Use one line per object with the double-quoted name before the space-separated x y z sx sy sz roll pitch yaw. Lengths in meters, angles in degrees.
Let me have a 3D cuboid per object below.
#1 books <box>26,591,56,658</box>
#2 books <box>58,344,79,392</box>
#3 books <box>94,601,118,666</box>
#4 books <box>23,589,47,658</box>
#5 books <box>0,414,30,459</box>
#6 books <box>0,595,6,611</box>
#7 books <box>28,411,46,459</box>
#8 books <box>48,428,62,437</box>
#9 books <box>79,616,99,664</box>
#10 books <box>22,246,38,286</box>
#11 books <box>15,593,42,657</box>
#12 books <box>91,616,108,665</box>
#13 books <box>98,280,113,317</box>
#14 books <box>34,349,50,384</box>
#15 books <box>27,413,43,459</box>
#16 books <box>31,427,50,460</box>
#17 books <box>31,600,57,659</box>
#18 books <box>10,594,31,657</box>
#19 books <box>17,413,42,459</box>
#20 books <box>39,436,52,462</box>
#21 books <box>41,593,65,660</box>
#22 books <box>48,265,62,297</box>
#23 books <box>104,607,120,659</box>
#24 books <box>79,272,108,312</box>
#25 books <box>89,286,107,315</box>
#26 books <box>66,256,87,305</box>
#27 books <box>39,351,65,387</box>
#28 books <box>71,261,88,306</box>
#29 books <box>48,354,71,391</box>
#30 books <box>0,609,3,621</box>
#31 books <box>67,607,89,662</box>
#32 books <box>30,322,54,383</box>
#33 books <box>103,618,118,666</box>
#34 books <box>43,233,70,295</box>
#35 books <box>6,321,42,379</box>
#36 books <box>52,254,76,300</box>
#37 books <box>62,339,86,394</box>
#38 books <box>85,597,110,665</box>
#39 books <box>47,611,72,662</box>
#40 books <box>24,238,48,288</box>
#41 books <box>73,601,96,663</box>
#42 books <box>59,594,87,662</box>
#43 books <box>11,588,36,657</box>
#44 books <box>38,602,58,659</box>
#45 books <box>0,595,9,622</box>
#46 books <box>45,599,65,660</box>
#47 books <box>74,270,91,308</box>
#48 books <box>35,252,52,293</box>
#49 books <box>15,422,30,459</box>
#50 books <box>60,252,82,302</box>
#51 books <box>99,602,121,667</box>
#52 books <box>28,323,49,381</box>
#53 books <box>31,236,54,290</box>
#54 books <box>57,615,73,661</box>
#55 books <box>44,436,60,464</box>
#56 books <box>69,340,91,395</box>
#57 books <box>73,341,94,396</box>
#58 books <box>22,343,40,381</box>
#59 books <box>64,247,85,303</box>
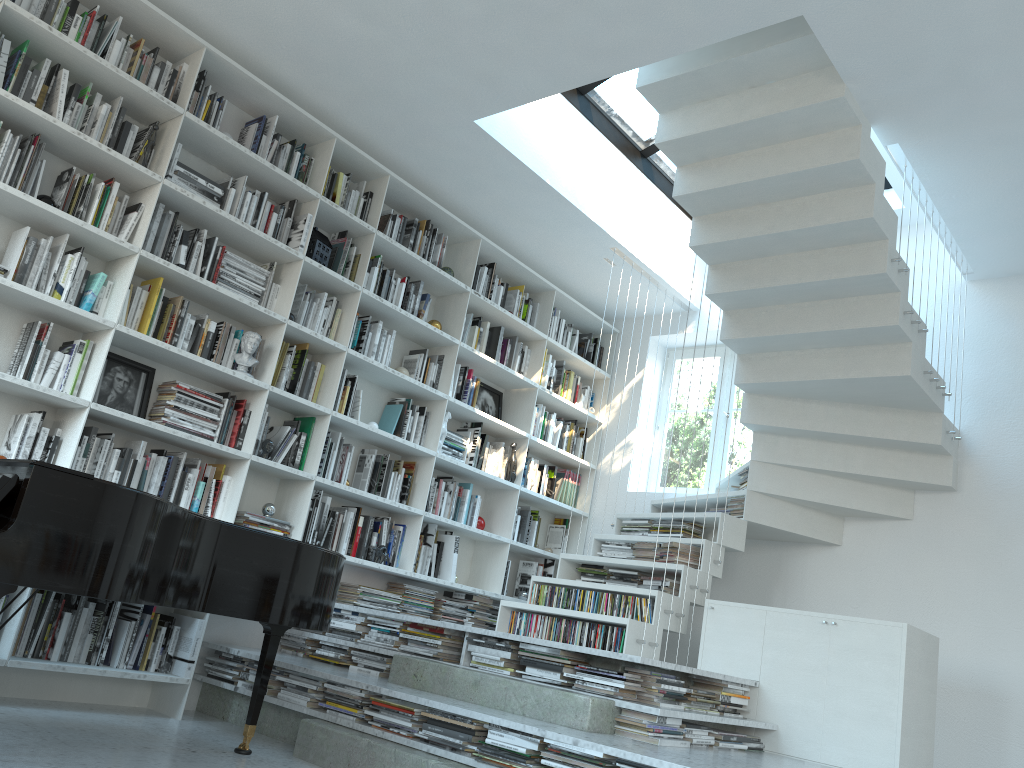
"books" -2.061 1.014 3.832 0.170 0.310 0.034 -3 -21 40
"books" -2.008 -0.058 3.945 0.171 0.244 0.012 -3 -21 40
"books" -1.875 1.096 4.031 0.183 0.334 0.014 -3 -21 40
"books" -2.072 0.995 3.819 0.144 0.336 0.012 -3 -21 40
"books" -2.142 0.254 3.792 0.161 0.253 0.012 -3 -21 40
"books" -2.179 0.970 3.667 0.189 0.259 0.024 -3 -21 40
"books" -2.098 0.258 3.843 0.132 0.290 0.014 -3 -21 40
"books" -2.059 0.315 3.924 0.107 0.241 0.019 -3 -21 40
"books" -1.934 1.141 3.986 0.144 0.203 0.024 -3 -21 40
"books" -2.139 -0.488 3.856 0.137 0.226 0.024 -3 -21 40
"books" -2.098 1.024 3.802 0.145 0.263 0.025 -3 -21 40
"books" -1.904 1.148 4.008 0.167 0.212 0.022 -3 -21 40
"books" -1.917 -0.367 4.103 0.126 0.216 0.026 -3 -21 40
"books" -2.093 -0.061 3.878 0.154 0.182 0.030 -3 -21 40
"books" -2.109 0.260 3.835 0.155 0.276 0.010 -3 -21 40
"books" -2.085 0.297 3.843 0.153 0.220 0.029 -3 -21 40
"books" -2.058 1.055 3.850 0.144 0.246 0.022 -3 -21 40
"books" -2.122 1.006 3.744 0.183 0.255 0.026 -3 -21 40
"books" -2.111 0.257 3.812 0.159 0.268 0.027 -3 -21 40
"books" -2.084 0.320 3.874 0.142 0.194 0.031 -3 -21 40
"books" -2.038 1.050 3.876 0.154 0.275 0.012 -3 -21 40
"books" -2.067 -0.432 3.932 0.140 0.188 0.025 -3 -21 40
"books" -1.874 1.142 4.056 0.131 0.261 0.024 -3 -21 40
"books" -1.944 -0.396 4.041 0.179 0.227 0.060 -3 -21 40
"books" -1.935 -0.359 4.077 0.142 0.180 0.027 -3 -21 40
"books" -1.999 -0.441 3.983 0.170 0.259 0.023 -3 -21 40
"books" -2.054 -0.050 3.900 0.156 0.188 0.057 -3 -21 40
"books" -2.001 -0.431 4.011 0.152 0.255 0.022 -3 -21 40
"books" -2.032 -0.036 3.932 0.172 0.187 0.024 -3 -21 40
"books" -2.184 1.017 3.684 0.171 0.179 0.024 -3 -21 40
"books" -1.967 1.108 3.952 0.138 0.234 0.030 -3 -21 40
"books" -2.090 -0.123 3.874 0.166 0.297 0.012 -3 -21 40
"books" -1.866 1.177 4.077 0.129 0.211 0.040 -3 -21 40
"books" -2.054 -0.504 3.929 0.173 0.328 0.010 -3 -21 40
"books" -2.119 -0.132 3.835 0.159 0.284 0.012 -3 -21 40
"books" -2.031 -0.451 3.947 0.170 0.246 0.028 -3 -21 40
"books" -1.999 -0.063 3.967 0.178 0.268 0.027 -3 -21 40
"books" -1.905 1.108 4.002 0.185 0.284 0.013 -3 -21 40
"books" -2.006 1.093 3.874 0.175 0.206 0.028 -3 -21 40
"books" -2.110 -0.500 3.868 0.151 0.266 0.022 -3 -21 40
"books" -1.946 1.106 3.976 0.132 0.260 0.029 -3 -21 40
"books" -1.977 1.071 3.938 0.155 0.293 0.026 -3 -21 40
"books" -2.106 0.991 3.764 0.184 0.300 0.014 -3 -21 40
"books" -2.045 1.064 3.859 0.128 0.238 0.012 -3 -21 40
"books" -2.180 0.998 3.720 0.115 0.237 0.021 -3 -21 40
"books" -2.032 1.064 3.882 0.150 0.254 0.012 -3 -21 40
"books" -1.990 -0.406 4.024 0.150 0.218 0.026 -3 -21 40
"books" -2.088 -0.464 3.900 0.149 0.224 0.048 -3 -21 40
"books" -2.142 0.272 3.803 0.148 0.225 0.015 -3 -21 40
"books" -2.009 -0.454 3.957 0.193 0.264 0.012 -3 -21 40
"books" -1.872 1.123 4.036 0.185 0.287 0.014 -3 -21 40
"books" -2.101 -0.123 3.867 0.156 0.291 0.011 -3 -21 40
"books" -2.089 -0.504 3.876 0.167 0.285 0.012 -3 -21 40
"books" -2.012 1.108 3.912 0.143 0.196 0.030 -3 -21 40
"books" -2.056 0.326 3.886 0.158 0.200 0.024 -3 -21 40
"books" -1.979 -0.061 3.976 0.187 0.278 0.011 -3 -21 40
"books" -1.971 -0.057 3.989 0.162 0.281 0.021 -3 -21 40
"books" -2.113 -0.080 3.832 0.154 0.185 0.026 -3 -21 40
"books" -2.005 -0.466 3.975 0.178 0.300 0.011 -3 -21 40
